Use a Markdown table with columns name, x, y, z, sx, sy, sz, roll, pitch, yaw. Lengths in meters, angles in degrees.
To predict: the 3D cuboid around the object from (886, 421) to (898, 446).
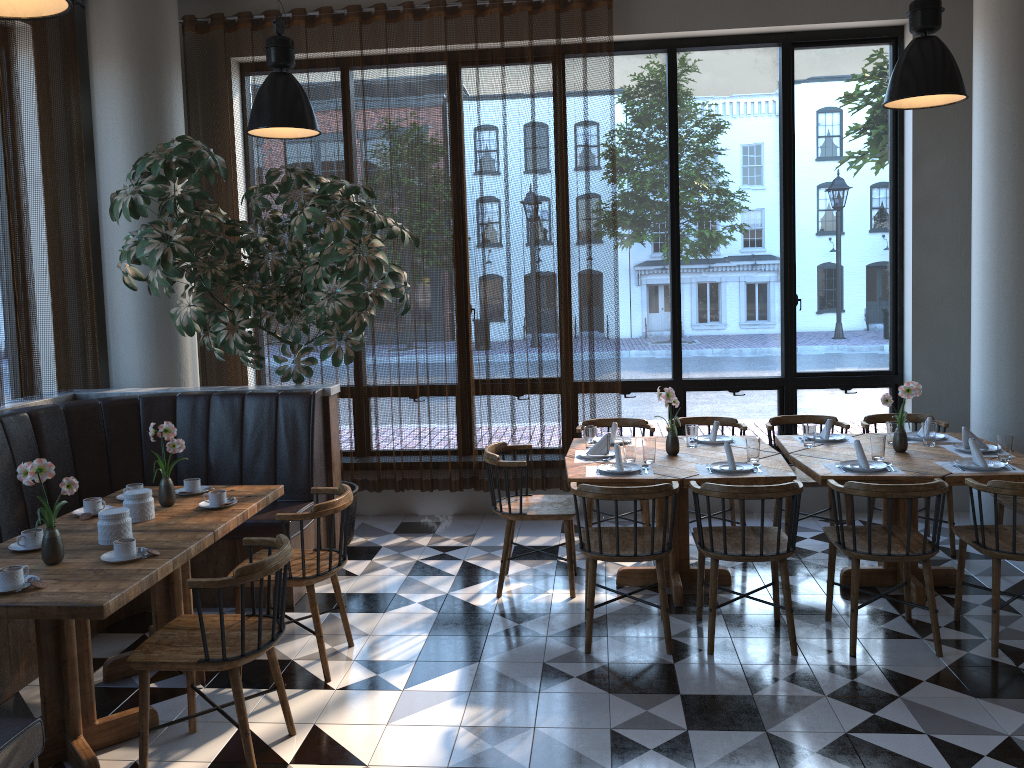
| name | x | y | z | sx | sy | sz | roll | pitch | yaw |
| --- | --- | --- | --- | --- | --- | --- | --- | --- | --- |
| object | 2.210 | 0.288 | 5.134 | 0.080 | 0.132 | 0.080 | -3 | 5 | -9 |

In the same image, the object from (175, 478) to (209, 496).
| name | x | y | z | sx | sy | sz | roll | pitch | yaw |
| --- | --- | --- | --- | --- | --- | --- | --- | --- | --- |
| object | -1.618 | 0.518 | 4.486 | 0.176 | 0.066 | 0.176 | -2 | 6 | -4 |

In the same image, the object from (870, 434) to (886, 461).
| name | x | y | z | sx | sy | sz | roll | pitch | yaw |
| --- | --- | --- | --- | --- | --- | --- | --- | --- | --- |
| object | 1.958 | 0.342 | 4.739 | 0.080 | 0.132 | 0.080 | -3 | 5 | -9 |

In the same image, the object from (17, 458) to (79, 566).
| name | x | y | z | sx | sy | sz | roll | pitch | yaw |
| --- | --- | --- | --- | --- | --- | --- | --- | --- | --- |
| object | -1.765 | 0.484 | 3.388 | 0.207 | 0.399 | 0.146 | -4 | 5 | -27 |

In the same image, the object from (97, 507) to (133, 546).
| name | x | y | z | sx | sy | sz | roll | pitch | yaw |
| --- | --- | --- | --- | --- | --- | --- | --- | --- | --- |
| object | -1.637 | 0.586 | 3.652 | 0.130 | 0.128 | 0.130 | -6 | 7 | -40 |

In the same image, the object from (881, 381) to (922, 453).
| name | x | y | z | sx | sy | sz | roll | pitch | yaw |
| --- | --- | --- | --- | --- | --- | --- | --- | --- | --- |
| object | 2.155 | 0.182 | 4.904 | 0.206 | 0.399 | 0.147 | -1 | 5 | 10 |

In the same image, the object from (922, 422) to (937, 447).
| name | x | y | z | sx | sy | sz | roll | pitch | yaw |
| --- | --- | --- | --- | --- | --- | --- | --- | --- | --- |
| object | 2.391 | 0.288 | 5.079 | 0.080 | 0.132 | 0.080 | -3 | 5 | -9 |

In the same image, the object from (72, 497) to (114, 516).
| name | x | y | z | sx | sy | sz | roll | pitch | yaw |
| --- | --- | --- | --- | --- | --- | --- | --- | --- | --- |
| object | -1.953 | 0.570 | 4.128 | 0.176 | 0.066 | 0.176 | -7 | 8 | -39 |

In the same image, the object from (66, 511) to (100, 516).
| name | x | y | z | sx | sy | sz | roll | pitch | yaw |
| --- | --- | --- | --- | --- | --- | --- | --- | --- | --- |
| object | -1.960 | 0.598 | 4.066 | 0.156 | 0.012 | 0.034 | -5 | 7 | -23 |

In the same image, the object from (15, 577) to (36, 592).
| name | x | y | z | sx | sy | sz | roll | pitch | yaw |
| --- | --- | --- | --- | --- | --- | --- | --- | --- | --- |
| object | -1.699 | 0.703 | 3.095 | 0.034 | 0.012 | 0.156 | -3 | 7 | -11 |

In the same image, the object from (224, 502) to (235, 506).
| name | x | y | z | sx | sy | sz | roll | pitch | yaw |
| --- | --- | --- | --- | --- | --- | --- | --- | --- | --- |
| object | -1.332 | 0.566 | 4.173 | 0.050 | 0.023 | 0.052 | -2 | 6 | 1 |

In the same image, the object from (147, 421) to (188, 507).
| name | x | y | z | sx | sy | sz | roll | pitch | yaw |
| --- | --- | --- | --- | --- | --- | --- | --- | --- | --- |
| object | -1.644 | 0.381 | 4.237 | 0.206 | 0.399 | 0.147 | -1 | 5 | 11 |

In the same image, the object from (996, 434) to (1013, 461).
| name | x | y | z | sx | sy | sz | roll | pitch | yaw |
| --- | --- | --- | --- | --- | --- | --- | --- | --- | --- |
| object | 2.584 | 0.333 | 4.648 | 0.080 | 0.132 | 0.080 | -3 | 5 | -9 |

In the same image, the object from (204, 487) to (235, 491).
| name | x | y | z | sx | sy | sz | roll | pitch | yaw |
| --- | --- | --- | --- | --- | --- | --- | --- | --- | --- |
| object | -1.484 | 0.533 | 4.496 | 0.155 | 0.023 | 0.034 | -2 | 6 | -4 |

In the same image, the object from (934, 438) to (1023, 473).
| name | x | y | z | sx | sy | sz | roll | pitch | yaw |
| --- | --- | --- | --- | --- | --- | --- | --- | --- | --- |
| object | 2.370 | 0.354 | 4.503 | 0.352 | 0.136 | 0.273 | -1 | 6 | 6 |

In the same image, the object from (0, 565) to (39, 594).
| name | x | y | z | sx | sy | sz | roll | pitch | yaw |
| --- | --- | --- | --- | --- | --- | --- | --- | --- | --- |
| object | -1.761 | 0.683 | 3.113 | 0.176 | 0.066 | 0.176 | -2 | 6 | -3 |

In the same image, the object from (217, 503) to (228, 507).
| name | x | y | z | sx | sy | sz | roll | pitch | yaw |
| --- | --- | --- | --- | --- | --- | --- | --- | --- | --- |
| object | -1.354 | 0.567 | 4.147 | 0.050 | 0.023 | 0.052 | -2 | 6 | 1 |

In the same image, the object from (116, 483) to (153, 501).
| name | x | y | z | sx | sy | sz | roll | pitch | yaw |
| --- | --- | --- | --- | --- | --- | --- | --- | --- | --- |
| object | -1.876 | 0.535 | 4.408 | 0.175 | 0.066 | 0.176 | 0 | 7 | 19 |

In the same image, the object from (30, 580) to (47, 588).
| name | x | y | z | sx | sy | sz | roll | pitch | yaw |
| --- | --- | --- | --- | --- | --- | --- | --- | --- | --- |
| object | -1.661 | 0.702 | 3.107 | 0.049 | 0.025 | 0.053 | -2 | 6 | -6 |

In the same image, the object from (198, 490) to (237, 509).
| name | x | y | z | sx | sy | sz | roll | pitch | yaw |
| --- | --- | --- | --- | --- | --- | --- | --- | --- | --- |
| object | -1.395 | 0.544 | 4.200 | 0.176 | 0.066 | 0.176 | -3 | 7 | -11 |

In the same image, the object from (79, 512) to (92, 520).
| name | x | y | z | sx | sy | sz | roll | pitch | yaw |
| --- | --- | --- | --- | --- | --- | --- | --- | --- | --- |
| object | -1.940 | 0.602 | 4.031 | 0.053 | 0.025 | 0.049 | -4 | 6 | -17 |

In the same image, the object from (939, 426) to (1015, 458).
| name | x | y | z | sx | sy | sz | roll | pitch | yaw |
| --- | --- | --- | --- | --- | --- | --- | --- | --- | --- |
| object | 2.563 | 0.302 | 4.898 | 0.272 | 0.136 | 0.353 | -1 | 6 | 6 |

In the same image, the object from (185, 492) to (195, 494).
| name | x | y | z | sx | sy | sz | roll | pitch | yaw |
| --- | --- | --- | --- | --- | --- | --- | --- | --- | --- |
| object | -1.606 | 0.545 | 4.420 | 0.052 | 0.023 | 0.050 | -6 | 8 | -33 |

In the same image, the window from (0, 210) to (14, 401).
| name | x | y | z | sx | sy | sz | roll | pitch | yaw |
| --- | --- | --- | --- | --- | --- | --- | --- | --- | --- |
| window | 2.697 | -0.888 | 5.428 | 15.139 | 3.155 | 4.506 | -4 | 6 | -18 |

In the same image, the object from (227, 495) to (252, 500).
| name | x | y | z | sx | sy | sz | roll | pitch | yaw |
| --- | --- | --- | --- | --- | --- | --- | --- | --- | --- |
| object | -1.326 | 0.549 | 4.316 | 0.034 | 0.023 | 0.156 | 2 | 7 | 30 |

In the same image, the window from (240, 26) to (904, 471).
| name | x | y | z | sx | sy | sz | roll | pitch | yaw |
| --- | --- | --- | --- | --- | --- | --- | --- | --- | --- |
| window | 0.404 | -0.964 | 6.696 | 4.965 | 3.156 | 0.366 | -1 | 4 | 5 |

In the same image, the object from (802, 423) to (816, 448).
| name | x | y | z | sx | sy | sz | roll | pitch | yaw |
| --- | --- | --- | --- | --- | --- | --- | --- | --- | --- |
| object | 1.730 | 0.300 | 5.155 | 0.080 | 0.132 | 0.080 | -3 | 5 | -9 |

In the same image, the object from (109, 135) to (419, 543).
| name | x | y | z | sx | sy | sz | roll | pitch | yaw |
| --- | --- | --- | --- | --- | --- | --- | --- | --- | --- |
| object | -1.567 | -0.229 | 5.753 | 1.757 | 2.772 | 1.483 | -5 | 6 | -36 |

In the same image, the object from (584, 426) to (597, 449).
| name | x | y | z | sx | sy | sz | roll | pitch | yaw |
| --- | --- | --- | --- | --- | --- | --- | --- | --- | --- |
| object | 0.471 | 0.322 | 5.308 | 0.080 | 0.132 | 0.080 | -3 | 5 | -9 |

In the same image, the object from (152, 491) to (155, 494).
| name | x | y | z | sx | sy | sz | roll | pitch | yaw |
| --- | --- | --- | --- | --- | --- | --- | --- | --- | --- |
| object | -1.809 | 0.549 | 4.420 | 0.052 | 0.023 | 0.050 | 2 | 7 | 28 |

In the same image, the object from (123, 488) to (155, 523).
| name | x | y | z | sx | sy | sz | roll | pitch | yaw |
| --- | --- | --- | --- | --- | --- | --- | --- | --- | --- |
| object | -1.682 | 0.547 | 3.994 | 0.130 | 0.128 | 0.130 | -6 | 7 | -40 |

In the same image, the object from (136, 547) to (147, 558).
| name | x | y | z | sx | sy | sz | roll | pitch | yaw |
| --- | --- | --- | --- | --- | --- | --- | --- | --- | --- |
| object | -1.428 | 0.656 | 3.423 | 0.034 | 0.012 | 0.156 | -6 | 8 | -32 |

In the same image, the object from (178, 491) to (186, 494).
| name | x | y | z | sx | sy | sz | roll | pitch | yaw |
| --- | --- | --- | --- | --- | --- | --- | --- | --- | --- |
| object | -1.639 | 0.543 | 4.423 | 0.052 | 0.023 | 0.050 | -6 | 8 | -33 |

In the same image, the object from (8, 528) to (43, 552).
| name | x | y | z | sx | sy | sz | roll | pitch | yaw |
| --- | --- | --- | --- | --- | --- | --- | --- | --- | --- |
| object | -1.951 | 0.632 | 3.607 | 0.175 | 0.066 | 0.176 | 0 | 7 | 16 |

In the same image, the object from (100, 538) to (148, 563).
| name | x | y | z | sx | sy | sz | roll | pitch | yaw |
| --- | --- | --- | --- | --- | --- | --- | --- | --- | --- |
| object | -1.493 | 0.639 | 3.418 | 0.176 | 0.066 | 0.176 | 4 | 8 | 41 |

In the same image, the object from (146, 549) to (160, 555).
| name | x | y | z | sx | sy | sz | roll | pitch | yaw |
| --- | --- | --- | --- | --- | --- | --- | --- | --- | --- |
| object | -1.397 | 0.654 | 3.448 | 0.049 | 0.025 | 0.053 | -5 | 7 | -26 |
